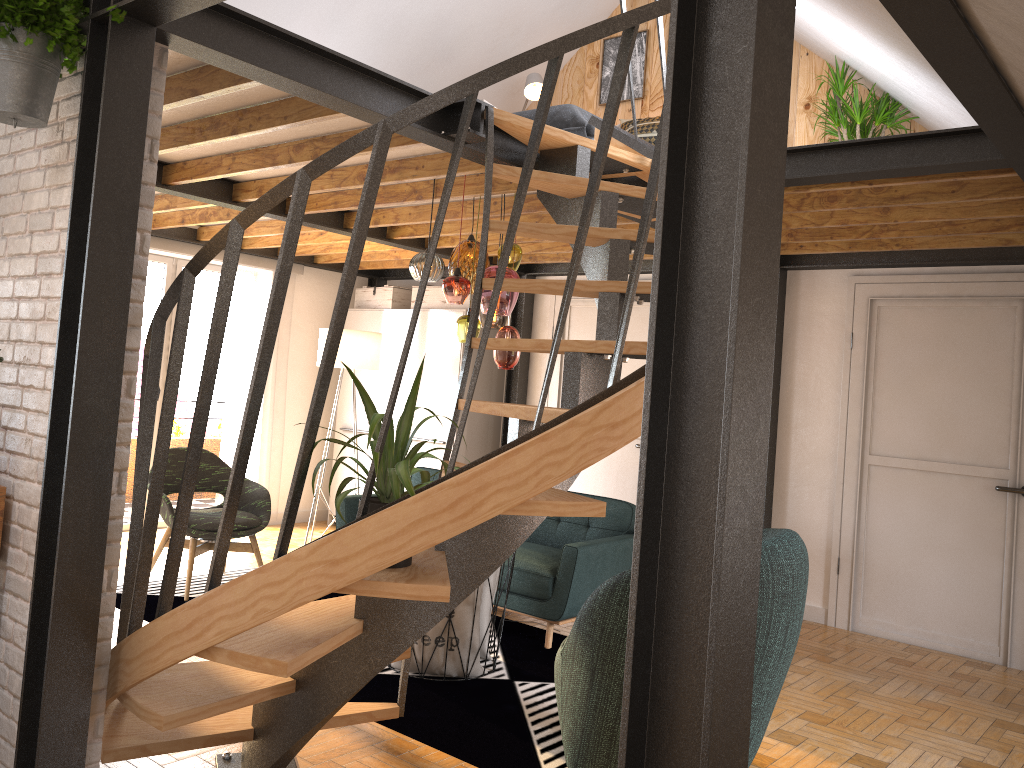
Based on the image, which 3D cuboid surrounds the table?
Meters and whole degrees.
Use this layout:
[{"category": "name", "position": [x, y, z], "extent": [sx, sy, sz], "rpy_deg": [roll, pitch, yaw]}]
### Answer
[{"category": "table", "position": [-0.331, 1.047, 4.434], "extent": [0.680, 0.687, 0.681], "rpy_deg": [5, -1, -11]}]

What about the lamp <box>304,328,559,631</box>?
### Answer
[{"category": "lamp", "position": [-0.654, 0.509, 5.871], "extent": [0.569, 1.721, 2.361], "rpy_deg": [7, -2, -42]}]

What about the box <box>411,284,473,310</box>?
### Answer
[{"category": "box", "position": [-0.511, -0.736, 7.729], "extent": [0.642, 0.219, 0.375], "rpy_deg": [4, -1, 34]}]

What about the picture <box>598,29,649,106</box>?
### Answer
[{"category": "picture", "position": [0.895, -2.542, 7.131], "extent": [0.421, 0.555, 0.017], "rpy_deg": [3, -3, 39]}]

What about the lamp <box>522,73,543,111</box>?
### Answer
[{"category": "lamp", "position": [0.127, -2.103, 7.429], "extent": [0.194, 0.815, 0.849], "rpy_deg": [5, -1, -8]}]

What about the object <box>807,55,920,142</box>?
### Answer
[{"category": "object", "position": [2.132, -1.451, 5.460], "extent": [0.789, 1.050, 0.733], "rpy_deg": [5, -2, -11]}]

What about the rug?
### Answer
[{"category": "rug", "position": [-0.679, 1.368, 4.782], "extent": [3.504, 0.010, 1.696], "rpy_deg": [4, 0, 39]}]

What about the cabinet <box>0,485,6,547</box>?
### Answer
[{"category": "cabinet", "position": [-2.252, 0.755, 2.977], "extent": [1.266, 0.965, 0.455], "rpy_deg": [4, -2, 39]}]

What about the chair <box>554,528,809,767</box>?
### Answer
[{"category": "chair", "position": [0.605, 0.980, 3.286], "extent": [0.901, 0.966, 0.895], "rpy_deg": [4, -2, 25]}]

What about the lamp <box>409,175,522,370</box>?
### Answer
[{"category": "lamp", "position": [-0.224, -0.601, 4.675], "extent": [0.617, 1.015, 0.490], "rpy_deg": [5, -2, -11]}]

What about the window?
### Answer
[{"category": "window", "position": [-1.424, -0.934, 2.318], "extent": [8.640, 4.473, 7.766], "rpy_deg": [4, -1, 39]}]

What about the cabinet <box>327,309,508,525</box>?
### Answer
[{"category": "cabinet", "position": [-0.810, 0.360, 8.011], "extent": [1.508, 2.006, 0.806], "rpy_deg": [3, -3, 39]}]

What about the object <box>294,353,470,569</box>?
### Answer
[{"category": "object", "position": [-0.342, 0.199, 2.495], "extent": [0.528, 0.593, 0.456], "rpy_deg": [4, -2, 27]}]

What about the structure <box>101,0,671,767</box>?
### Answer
[{"category": "structure", "position": [-0.014, -0.479, 3.116], "extent": [2.244, 3.825, 1.628], "rpy_deg": [6, -3, -36]}]

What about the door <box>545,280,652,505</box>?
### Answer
[{"category": "door", "position": [0.703, 0.323, 7.000], "extent": [1.201, 2.304, 0.088], "rpy_deg": [3, -3, 39]}]

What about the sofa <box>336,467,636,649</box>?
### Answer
[{"category": "sofa", "position": [-0.186, 1.012, 5.567], "extent": [1.975, 0.784, 0.822], "rpy_deg": [4, -1, 39]}]

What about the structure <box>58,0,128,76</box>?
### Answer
[{"category": "structure", "position": [-1.201, -1.831, 2.720], "extent": [1.306, 1.874, 0.457], "rpy_deg": [3, -3, 36]}]

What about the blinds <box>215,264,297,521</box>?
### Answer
[{"category": "blinds", "position": [-2.198, 0.067, 7.726], "extent": [0.124, 2.291, 0.665], "rpy_deg": [2, -3, 38]}]

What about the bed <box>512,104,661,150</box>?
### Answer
[{"category": "bed", "position": [0.251, -1.591, 6.099], "extent": [2.124, 1.023, 2.284], "rpy_deg": [4, -1, 39]}]

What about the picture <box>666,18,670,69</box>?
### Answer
[{"category": "picture", "position": [1.357, -2.595, 6.763], "extent": [0.381, 0.507, 0.011], "rpy_deg": [3, -3, 39]}]

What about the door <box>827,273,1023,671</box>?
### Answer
[{"category": "door", "position": [2.603, 0.464, 5.450], "extent": [1.201, 2.304, 0.088], "rpy_deg": [3, -3, 39]}]

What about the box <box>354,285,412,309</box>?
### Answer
[{"category": "box", "position": [-1.145, -0.783, 8.225], "extent": [0.375, 0.219, 0.642], "rpy_deg": [5, -1, -41]}]

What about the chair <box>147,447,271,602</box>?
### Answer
[{"category": "chair", "position": [-1.953, 0.857, 5.648], "extent": [0.750, 0.831, 0.784], "rpy_deg": [6, -2, -44]}]

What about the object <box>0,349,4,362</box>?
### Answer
[{"category": "object", "position": [-1.765, -0.003, 2.748], "extent": [0.290, 0.622, 0.296], "rpy_deg": [6, -3, -36]}]

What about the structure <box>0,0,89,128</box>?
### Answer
[{"category": "structure", "position": [-1.451, -1.080, 2.622], "extent": [0.422, 0.653, 0.437], "rpy_deg": [5, -2, -21]}]
